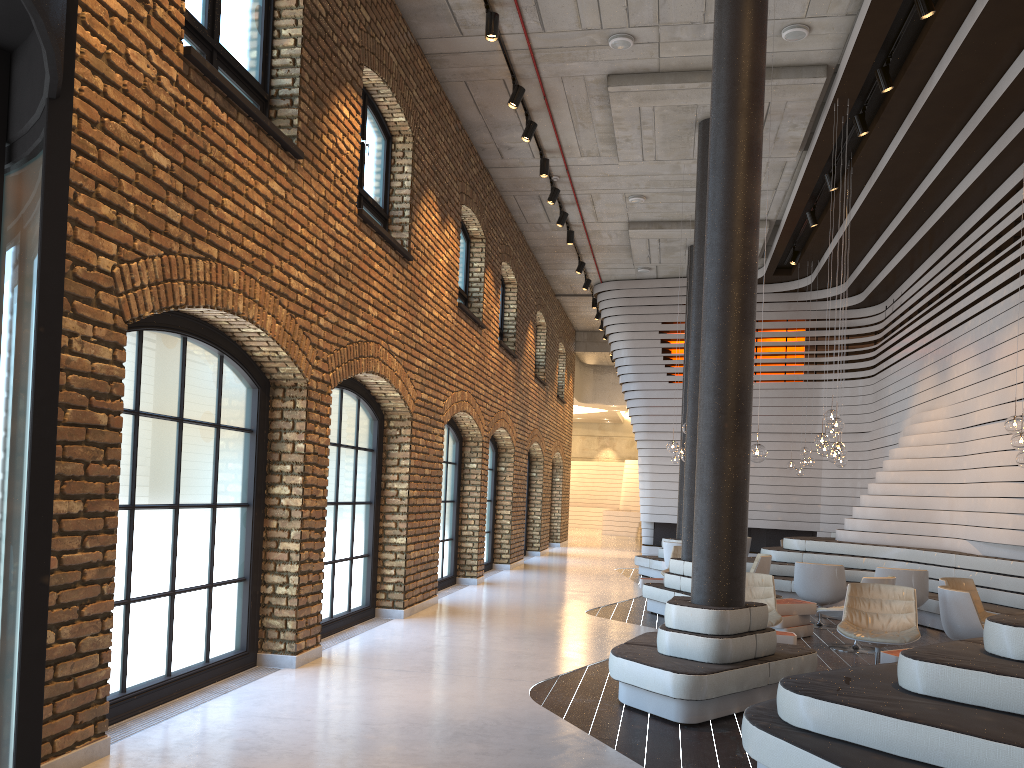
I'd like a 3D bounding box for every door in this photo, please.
[{"bbox_3d":[-2.613,0.166,1.518,3.210,2.843,3.263,1,-4,17],"label":"door"}]

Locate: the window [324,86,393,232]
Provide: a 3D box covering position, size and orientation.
[{"bbox_3d":[-1.474,-2.152,8.603,0.126,1.446,1.577,2,-4,10],"label":"window"}]

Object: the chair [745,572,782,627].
[{"bbox_3d":[2.173,2.168,8.245,0.657,0.764,0.713,2,-4,11],"label":"chair"}]

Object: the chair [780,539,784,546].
[{"bbox_3d":[5.340,3.292,16.384,0.655,0.764,0.715,3,-4,-16],"label":"chair"}]

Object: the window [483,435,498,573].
[{"bbox_3d":[-2.007,2.577,20.321,2.181,2.518,12.962,4,-7,-20],"label":"window"}]

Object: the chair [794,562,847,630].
[{"bbox_3d":[3.699,2.513,10.549,0.659,0.764,0.711,0,-4,30],"label":"chair"}]

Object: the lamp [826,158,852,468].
[{"bbox_3d":[4.403,-1.216,11.742,0.294,4.662,0.545,2,-1,6],"label":"lamp"}]

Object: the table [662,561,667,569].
[{"bbox_3d":[2.927,3.186,14.736,0.908,0.369,0.415,0,-5,18],"label":"table"}]

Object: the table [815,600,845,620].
[{"bbox_3d":[4.265,2.823,11.279,0.911,0.369,0.413,-3,-7,43],"label":"table"}]

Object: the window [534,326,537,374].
[{"bbox_3d":[0.351,-0.813,18.980,0.126,1.446,1.577,2,-4,10],"label":"window"}]

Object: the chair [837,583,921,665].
[{"bbox_3d":[3.164,2.132,7.605,0.659,0.764,0.711,1,-4,26],"label":"chair"}]

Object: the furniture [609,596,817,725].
[{"bbox_3d":[1.323,1.948,6.539,1.771,0.719,1.283,8,-8,-44],"label":"furniture"}]

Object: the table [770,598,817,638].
[{"bbox_3d":[2.992,2.568,9.621,0.905,0.369,0.416,8,-7,-42],"label":"table"}]

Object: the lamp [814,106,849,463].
[{"bbox_3d":[3.658,-1.473,9.963,0.310,4.729,0.662,2,-1,19],"label":"lamp"}]

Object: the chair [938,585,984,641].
[{"bbox_3d":[4.148,2.198,7.796,0.711,0.764,0.659,2,-3,10],"label":"chair"}]

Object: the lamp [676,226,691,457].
[{"bbox_3d":[3.078,-0.864,14.644,0.543,4.616,0.276,3,-1,-28],"label":"lamp"}]

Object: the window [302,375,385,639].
[{"bbox_3d":[-1.713,1.163,8.579,0.130,2.527,2.364,2,-4,10],"label":"window"}]

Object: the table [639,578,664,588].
[{"bbox_3d":[2.144,2.792,11.766,0.906,0.369,0.416,2,-4,3],"label":"table"}]

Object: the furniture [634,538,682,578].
[{"bbox_3d":[2.881,3.164,16.002,1.275,0.719,1.782,2,-6,6],"label":"furniture"}]

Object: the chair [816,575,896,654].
[{"bbox_3d":[3.505,2.313,8.972,0.655,0.764,0.715,5,-5,-39],"label":"chair"}]

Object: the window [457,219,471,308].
[{"bbox_3d":[-0.818,-1.671,12.332,0.126,1.446,1.577,2,-4,10],"label":"window"}]

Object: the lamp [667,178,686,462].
[{"bbox_3d":[2.482,-1.251,12.126,0.544,4.662,0.294,3,-1,-4],"label":"lamp"}]

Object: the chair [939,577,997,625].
[{"bbox_3d":[4.604,2.328,8.711,0.655,0.764,0.715,5,-4,-35],"label":"chair"}]

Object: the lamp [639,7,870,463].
[{"bbox_3d":[2.534,-2.286,2.151,9.044,4.595,42.124,1,-7,10],"label":"lamp"}]

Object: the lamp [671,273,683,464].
[{"bbox_3d":[3.470,-0.558,17.499,0.543,4.616,0.276,3,-1,-30],"label":"lamp"}]

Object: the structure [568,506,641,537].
[{"bbox_3d":[4.037,5.419,34.894,2.547,0.894,7.553,4,-7,-12],"label":"structure"}]

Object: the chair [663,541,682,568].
[{"bbox_3d":[2.735,2.889,13.988,0.709,0.764,0.660,6,-5,-42],"label":"chair"}]

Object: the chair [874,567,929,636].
[{"bbox_3d":[4.518,2.519,10.309,0.658,0.764,0.712,1,-4,18],"label":"chair"}]

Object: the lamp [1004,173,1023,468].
[{"bbox_3d":[4.766,-1.573,8.065,0.530,4.701,0.334,3,-1,-28],"label":"lamp"}]

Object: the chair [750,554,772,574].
[{"bbox_3d":[3.040,2.614,11.612,0.711,0.764,0.658,2,-3,14],"label":"chair"}]

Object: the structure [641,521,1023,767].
[{"bbox_3d":[4.859,2.584,11.386,5.776,0.924,18.311,2,-7,7],"label":"structure"}]

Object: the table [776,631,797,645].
[{"bbox_3d":[1.922,2.263,7.493,0.907,0.369,0.415,1,-4,13],"label":"table"}]

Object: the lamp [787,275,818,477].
[{"bbox_3d":[5.465,-0.605,16.400,0.547,4.662,0.293,2,-1,36],"label":"lamp"}]

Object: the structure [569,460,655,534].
[{"bbox_3d":[4.275,4.723,37.196,4.538,2.855,5.843,1,-6,10],"label":"structure"}]

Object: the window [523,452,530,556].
[{"bbox_3d":[0.111,2.502,18.956,0.130,2.527,2.364,2,-4,10],"label":"window"}]

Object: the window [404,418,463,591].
[{"bbox_3d":[-1.058,1.644,12.308,0.130,2.527,2.364,2,-4,10],"label":"window"}]

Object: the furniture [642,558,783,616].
[{"bbox_3d":[2.495,2.496,10.641,1.272,0.719,1.786,4,-6,-19],"label":"furniture"}]

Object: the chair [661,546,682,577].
[{"bbox_3d":[2.480,2.699,12.513,0.659,0.764,0.711,1,-4,28],"label":"chair"}]

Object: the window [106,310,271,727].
[{"bbox_3d":[-2.205,0.803,5.783,0.130,2.527,2.364,2,-4,10],"label":"window"}]

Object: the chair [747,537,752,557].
[{"bbox_3d":[4.238,3.320,17.006,0.711,0.764,0.659,2,-3,13],"label":"chair"}]

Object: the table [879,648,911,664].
[{"bbox_3d":[3.171,2.225,6.737,0.904,0.369,0.416,4,-5,-17],"label":"table"}]

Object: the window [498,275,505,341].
[{"bbox_3d":[-0.326,-1.310,15.130,0.126,1.446,1.577,2,-4,10],"label":"window"}]

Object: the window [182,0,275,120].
[{"bbox_3d":[-1.965,-2.512,5.807,0.126,1.446,1.577,2,-4,10],"label":"window"}]
